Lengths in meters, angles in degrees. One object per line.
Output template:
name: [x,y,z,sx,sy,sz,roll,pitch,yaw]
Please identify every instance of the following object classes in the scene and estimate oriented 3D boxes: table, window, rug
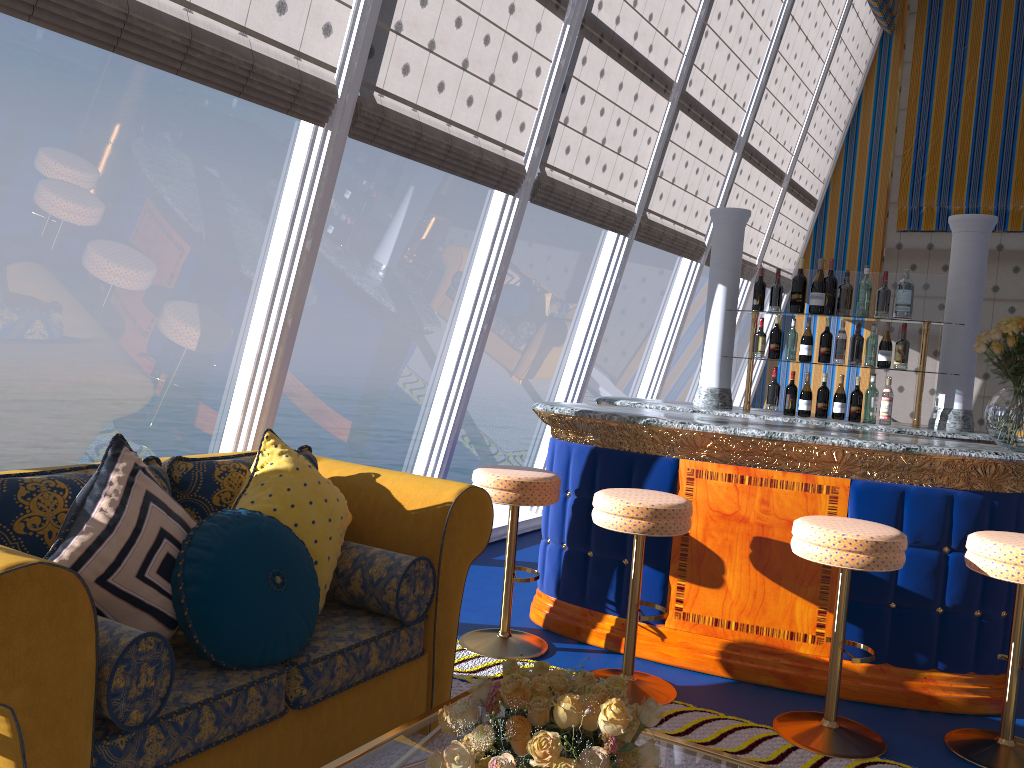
table: [0.095,1.070,1.906,0.965,0.369,0.915,6,3,30]
window: [-0.546,-1.811,3.577,1.603,5.858,15.609,6,3,31]
rug: [-0.953,1.225,0.737,3.557,0.010,6.314,6,3,30]

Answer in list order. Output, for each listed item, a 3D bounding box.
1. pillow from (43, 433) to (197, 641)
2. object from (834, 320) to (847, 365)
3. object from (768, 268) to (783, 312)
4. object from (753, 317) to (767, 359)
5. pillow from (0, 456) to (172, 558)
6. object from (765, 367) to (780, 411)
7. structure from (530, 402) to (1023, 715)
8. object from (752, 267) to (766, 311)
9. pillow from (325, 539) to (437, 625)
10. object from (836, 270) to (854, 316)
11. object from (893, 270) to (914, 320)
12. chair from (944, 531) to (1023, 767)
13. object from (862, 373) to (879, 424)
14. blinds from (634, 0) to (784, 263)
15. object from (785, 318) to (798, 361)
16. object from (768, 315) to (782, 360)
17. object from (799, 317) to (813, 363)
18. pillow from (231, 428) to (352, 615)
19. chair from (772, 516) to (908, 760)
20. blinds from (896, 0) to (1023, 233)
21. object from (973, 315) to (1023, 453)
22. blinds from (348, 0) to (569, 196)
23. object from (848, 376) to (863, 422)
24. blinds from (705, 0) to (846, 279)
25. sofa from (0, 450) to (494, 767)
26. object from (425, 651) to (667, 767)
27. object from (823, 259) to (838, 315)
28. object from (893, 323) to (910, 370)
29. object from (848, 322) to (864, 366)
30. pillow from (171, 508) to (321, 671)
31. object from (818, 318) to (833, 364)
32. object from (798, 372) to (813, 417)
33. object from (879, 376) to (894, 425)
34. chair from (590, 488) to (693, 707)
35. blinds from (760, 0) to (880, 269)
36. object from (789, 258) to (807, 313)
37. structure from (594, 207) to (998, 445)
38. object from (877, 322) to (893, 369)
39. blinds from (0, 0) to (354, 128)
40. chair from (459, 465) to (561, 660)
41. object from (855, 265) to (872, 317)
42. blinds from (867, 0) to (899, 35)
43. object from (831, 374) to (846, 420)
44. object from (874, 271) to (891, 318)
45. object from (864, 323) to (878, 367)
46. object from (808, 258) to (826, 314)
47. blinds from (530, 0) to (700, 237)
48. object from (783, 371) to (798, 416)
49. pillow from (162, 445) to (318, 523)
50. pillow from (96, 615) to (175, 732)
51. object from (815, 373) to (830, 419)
pillow: [-0.974,0.452,2.348,0.278,0.619,0.697,6,3,28]
object: [1.758,-0.224,4.737,0.057,0.239,0.057,5,3,5]
object: [1.478,-0.521,4.953,0.072,0.246,0.072,4,3,-10]
object: [1.370,-0.254,4.892,0.066,0.225,0.066,4,3,0]
pillow: [-1.223,0.482,2.416,0.244,0.549,0.613,6,3,28]
object: [1.442,0.026,4.886,0.071,0.242,0.071,5,3,12]
structure: [1.130,0.715,4.017,2.295,1.065,0.774,5,3,19]
object: [1.384,-0.528,4.957,0.065,0.244,0.066,7,4,34]
pillow: [-0.454,0.639,2.898,0.369,0.219,0.217,6,3,30]
object: [1.781,-0.484,4.738,0.076,0.248,0.076,4,3,-6]
object: [2.063,-0.470,4.658,0.091,0.259,0.092,5,3,14]
chair: [1.809,0.944,3.181,0.398,0.782,0.398,5,3,1]
object: [1.923,0.077,4.745,0.069,0.269,0.068,4,3,-9]
blinds: [1.722,-2.679,6.619,0.866,3.396,1.378,6,3,31]
object: [1.531,-0.243,4.844,0.059,0.230,0.058,4,3,-10]
object: [1.449,-0.258,4.876,0.065,0.244,0.066,5,3,12]
object: [1.599,-0.239,4.807,0.068,0.244,0.069,5,3,12]
pillow: [-0.690,0.450,2.816,0.582,0.583,0.326,2,4,-39]
chair: [1.187,0.892,3.221,0.400,0.782,0.396,4,3,-10]
blinds: [5.360,-2.992,8.769,2.635,2.991,0.153,6,3,30]
object: [2.960,-6.703,1.134,62.587,33.618,63.932,7,3,37]
blinds: [0.163,-2.689,4.020,0.866,3.396,1.378,6,3,31]
object: [1.846,0.081,4.753,0.065,0.244,0.066,5,3,12]
blinds: [2.523,-2.675,7.955,0.866,3.396,1.378,6,3,31]
sofa: [-0.975,0.706,2.632,0.992,0.854,1.863,6,3,31]
object: [0.074,0.736,1.797,0.452,0.388,0.505,5,3,12]
object: [1.710,-0.521,4.779,0.082,0.303,0.080,2,4,-43]
object: [2.041,-0.197,4.638,0.072,0.244,0.071,2,4,-39]
object: [1.837,-0.213,4.727,0.071,0.232,0.071,5,3,9]
pillow: [-0.722,0.560,2.457,0.316,0.404,0.478,7,4,44]
object: [1.690,-0.234,4.773,0.065,0.244,0.066,5,3,12]
object: [1.604,0.058,4.835,0.068,0.244,0.069,5,3,12]
object: [1.994,0.088,4.715,0.061,0.258,0.062,6,4,31]
chair: [0.488,0.824,3.520,0.401,0.782,0.395,3,3,-21]
blinds: [3.294,-2.670,9.240,0.866,3.396,1.378,6,3,31]
object: [1.565,-0.534,4.834,0.080,0.303,0.082,7,4,36]
structure: [1.582,0.140,5.004,2.294,2.197,0.775,6,3,21]
object: [1.970,-0.204,4.675,0.068,0.244,0.069,5,3,12]
blinds: [-0.615,-2.693,2.722,0.866,3.396,1.378,6,3,31]
chair: [-0.007,0.766,3.924,0.401,0.782,0.395,3,3,-21]
object: [1.862,-0.489,4.683,0.068,0.271,0.070,7,4,41]
blinds: [3.719,-4.155,8.883,0.335,0.830,1.538,6,3,31]
object: [1.766,0.071,4.776,0.068,0.244,0.069,5,3,12]
object: [1.958,-0.470,4.672,0.072,0.246,0.072,4,3,-10]
object: [1.910,-0.206,4.710,0.059,0.230,0.058,4,3,-10]
object: [1.655,-0.525,4.782,0.084,0.303,0.086,6,3,25]
blinds: [0.958,-2.684,5.345,0.866,3.396,1.378,6,3,31]
object: [1.534,0.051,4.873,0.065,0.244,0.066,7,4,34]
pillow: [-0.908,0.486,2.941,0.244,0.547,0.616,6,3,28]
pillow: [-0.963,0.636,2.033,0.369,0.219,0.176,6,3,30]
object: [1.682,0.063,4.793,0.065,0.244,0.066,5,3,12]
